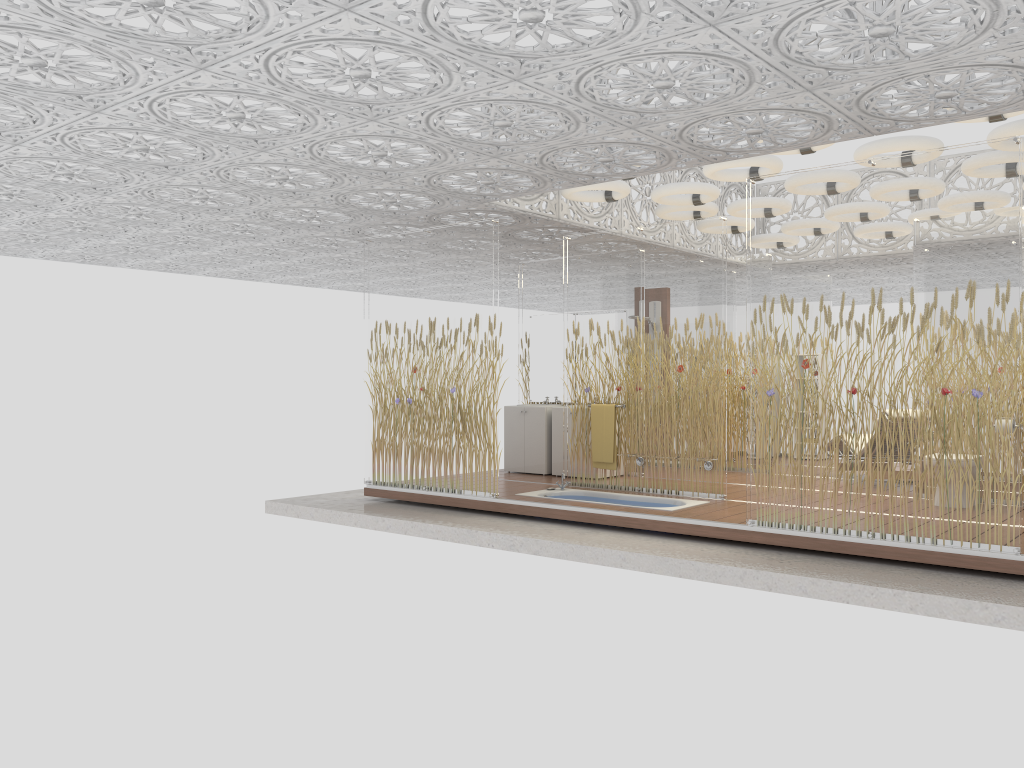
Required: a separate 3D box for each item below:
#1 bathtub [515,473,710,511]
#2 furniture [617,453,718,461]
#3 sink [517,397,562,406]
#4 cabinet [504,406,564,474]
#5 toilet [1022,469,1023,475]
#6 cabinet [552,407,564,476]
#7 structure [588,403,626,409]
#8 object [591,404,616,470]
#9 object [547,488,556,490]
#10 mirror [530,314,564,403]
[{"bbox_3d":[0.902,1.173,8.231,1.700,0.582,0.700,0,0,39],"label":"bathtub"},{"bbox_3d":[1.442,0.683,8.315,0.977,0.014,0.178,0,0,39],"label":"furniture"},{"bbox_3d":[0.328,0.287,10.697,0.573,0.266,0.499,0,0,37],"label":"sink"},{"bbox_3d":[0.319,0.655,10.683,0.643,0.782,0.549,0,0,39],"label":"cabinet"},{"bbox_3d":[4.431,0.822,7.271,0.401,0.506,0.611,0,0,39],"label":"toilet"},{"bbox_3d":[0.874,0.655,10.226,0.643,0.782,0.549,0,0,39],"label":"cabinet"},{"bbox_3d":[0.930,0.220,8.886,0.442,0.047,0.078,0,0,39],"label":"structure"},{"bbox_3d":[0.915,0.527,8.865,0.283,0.656,0.042,0,0,39],"label":"object"},{"bbox_3d":[0.390,1.051,8.858,0.108,0.011,0.065,0,0,-41],"label":"object"},{"bbox_3d":[0.772,-0.316,10.666,1.422,1.081,0.009,0,0,39],"label":"mirror"}]
